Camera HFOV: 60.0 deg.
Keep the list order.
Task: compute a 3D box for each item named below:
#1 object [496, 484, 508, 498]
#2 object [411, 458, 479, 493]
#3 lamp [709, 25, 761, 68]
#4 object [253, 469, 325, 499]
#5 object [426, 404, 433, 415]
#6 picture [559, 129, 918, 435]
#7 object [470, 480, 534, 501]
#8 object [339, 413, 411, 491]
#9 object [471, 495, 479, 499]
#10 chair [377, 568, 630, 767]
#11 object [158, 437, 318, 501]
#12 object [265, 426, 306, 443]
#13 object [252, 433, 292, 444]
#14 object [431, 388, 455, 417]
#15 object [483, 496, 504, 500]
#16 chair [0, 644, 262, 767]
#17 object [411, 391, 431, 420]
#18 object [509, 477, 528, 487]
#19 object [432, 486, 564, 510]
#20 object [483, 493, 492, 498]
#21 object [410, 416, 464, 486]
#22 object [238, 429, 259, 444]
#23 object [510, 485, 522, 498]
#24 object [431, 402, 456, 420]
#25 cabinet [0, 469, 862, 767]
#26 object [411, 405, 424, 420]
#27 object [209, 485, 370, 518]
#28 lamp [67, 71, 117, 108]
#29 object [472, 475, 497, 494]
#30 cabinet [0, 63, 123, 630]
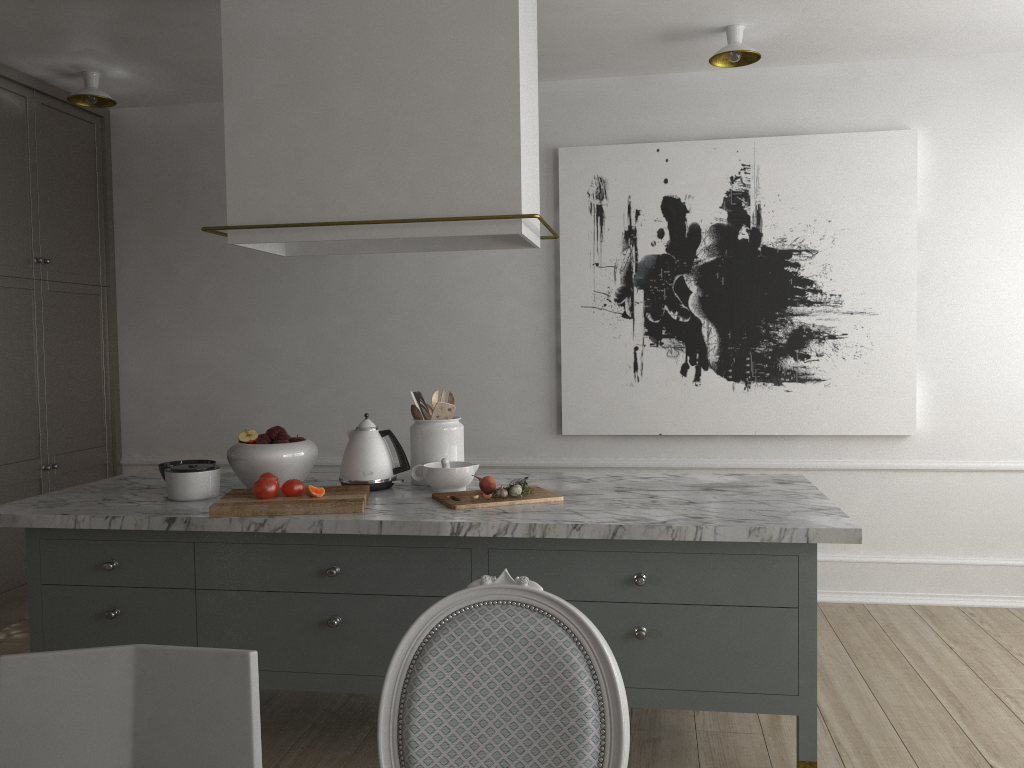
[{"bbox_3d":[-0.028,0.301,2.497,0.033,0.037,0.034,-1,3,-13],"label":"object"},{"bbox_3d":[-0.198,0.271,2.708,0.172,0.110,0.159,-3,3,-36],"label":"object"},{"bbox_3d":[0.860,-1.310,3.426,0.197,0.130,0.197,-1,3,-6],"label":"lamp"},{"bbox_3d":[-0.617,0.276,2.476,0.194,0.079,0.135,-1,3,-2],"label":"object"},{"bbox_3d":[-0.250,0.187,2.925,0.114,0.247,0.050,0,3,14],"label":"object"},{"bbox_3d":[0.988,-0.429,3.970,1.545,1.315,0.039,0,3,9],"label":"picture"},{"bbox_3d":[-0.047,0.305,2.510,0.224,0.058,0.116,-3,4,-45],"label":"object"},{"bbox_3d":[-0.443,0.209,2.764,0.178,0.236,0.204,-3,4,-44],"label":"object"},{"bbox_3d":[-0.106,0.317,2.487,0.028,0.010,0.015,-2,3,-16],"label":"object"},{"bbox_3d":[-0.050,0.701,1.102,0.480,0.833,0.505,-1,3,7],"label":"chair"},{"bbox_3d":[-0.859,0.255,2.778,0.491,0.156,0.364,-2,3,-14],"label":"object"},{"bbox_3d":[-0.710,0.180,2.801,0.167,0.091,0.071,1,3,35],"label":"object"},{"bbox_3d":[-0.750,0.194,2.759,0.154,0.074,0.135,-1,3,5],"label":"object"},{"bbox_3d":[-0.243,0.165,2.928,0.056,0.296,0.131,0,3,29],"label":"object"},{"bbox_3d":[-0.052,0.318,2.479,0.043,0.008,0.059,-3,3,-39],"label":"object"},{"bbox_3d":[-0.538,0.758,1.097,0.470,0.745,0.439,-1,3,-1],"label":"chair"},{"bbox_3d":[-0.252,0.168,2.883,0.141,0.290,0.064,0,3,23],"label":"object"},{"bbox_3d":[0.020,0.296,2.616,0.057,0.039,0.049,-1,3,6],"label":"object"},{"bbox_3d":[-0.044,0.325,2.548,0.330,0.012,0.220,-2,3,-21],"label":"object"},{"bbox_3d":[-0.068,0.313,2.488,0.030,0.017,0.013,0,3,18],"label":"object"},{"bbox_3d":[-0.243,0.214,2.879,0.174,0.208,0.174,0,3,27],"label":"object"},{"bbox_3d":[-0.811,0.164,2.726,0.061,0.048,0.054,-2,3,-27],"label":"object"},{"bbox_3d":[0.011,0.302,2.506,0.035,0.036,0.037,-1,3,-3],"label":"object"},{"bbox_3d":[-0.254,0.185,2.830,0.149,0.262,0.054,0,3,24],"label":"object"},{"bbox_3d":[-0.270,0.688,2.709,2.360,0.721,0.870,0,3,9],"label":"cabinet"},{"bbox_3d":[-0.264,0.189,2.853,0.117,0.251,0.061,-1,3,-11],"label":"object"},{"bbox_3d":[-0.610,0.327,2.492,0.400,0.030,0.290,-1,3,-6],"label":"object"},{"bbox_3d":[-1.833,-1.288,3.865,0.197,0.130,0.197,0,3,14],"label":"lamp"},{"bbox_3d":[-0.076,0.292,2.587,0.050,0.051,0.090,-2,3,-28],"label":"object"},{"bbox_3d":[-2.897,-0.056,1.887,0.947,2.377,5.433,0,3,9],"label":"cabinet"}]
